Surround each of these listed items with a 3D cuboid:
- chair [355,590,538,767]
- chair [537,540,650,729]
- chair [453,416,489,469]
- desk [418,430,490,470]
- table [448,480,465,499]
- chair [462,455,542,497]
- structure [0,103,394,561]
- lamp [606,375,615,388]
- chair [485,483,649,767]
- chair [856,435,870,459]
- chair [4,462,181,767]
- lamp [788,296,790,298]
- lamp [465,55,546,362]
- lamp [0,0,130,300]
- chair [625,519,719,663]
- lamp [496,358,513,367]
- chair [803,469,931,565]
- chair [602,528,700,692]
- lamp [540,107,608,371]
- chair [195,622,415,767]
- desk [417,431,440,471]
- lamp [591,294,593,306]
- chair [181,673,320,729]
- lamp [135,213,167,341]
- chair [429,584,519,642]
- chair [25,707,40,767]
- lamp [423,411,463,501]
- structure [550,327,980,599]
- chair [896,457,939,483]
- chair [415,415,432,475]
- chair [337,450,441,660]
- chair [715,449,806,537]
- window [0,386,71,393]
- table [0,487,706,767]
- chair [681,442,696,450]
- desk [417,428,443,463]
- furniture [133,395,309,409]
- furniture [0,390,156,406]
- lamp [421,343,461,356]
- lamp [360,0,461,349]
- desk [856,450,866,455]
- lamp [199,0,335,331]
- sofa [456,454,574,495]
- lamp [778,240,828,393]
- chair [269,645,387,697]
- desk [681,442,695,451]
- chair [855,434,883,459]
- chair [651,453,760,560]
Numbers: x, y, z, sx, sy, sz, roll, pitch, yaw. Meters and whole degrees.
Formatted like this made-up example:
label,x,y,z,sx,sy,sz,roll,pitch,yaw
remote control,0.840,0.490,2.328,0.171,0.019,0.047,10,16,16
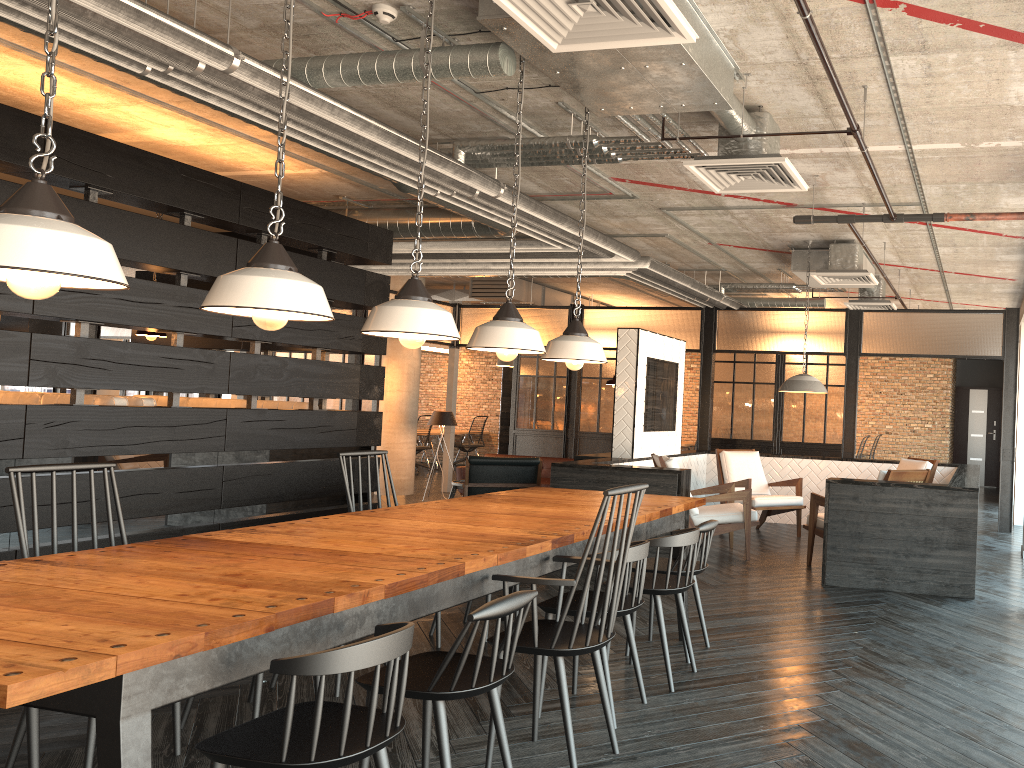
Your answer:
label,x,y,z,sx,sy,sz,roll,pitch,yaw
chair,-0.212,1.002,2.589,0.423,0.726,0.412,2,-2,22
chair,0.356,1.045,3.620,0.406,0.737,0.412,2,-2,22
chair,-0.892,1.148,16.561,0.636,1.063,0.763,2,-2,24
desk,-1.291,1.306,16.640,0.723,0.720,1.819,2,-2,28
table,-0.351,1.352,9.925,0.662,0.372,0.766,2,-2,19
chair,-0.120,1.120,8.654,0.814,0.795,0.940,3,-1,-10
structure,-5.292,-0.158,5.181,5.570,2.742,6.035,2,-2,23
lamp,1.083,-0.041,8.580,0.247,0.171,0.179,3,-1,-12
chair,0.188,0.877,3.065,0.446,1.033,0.504,2,-2,23
chair,5.246,1.317,13.048,0.636,1.063,0.763,2,-2,24
chair,-1.423,0.806,2.898,0.446,1.033,0.504,2,-2,23
lamp,5.008,-0.814,13.987,0.269,0.857,3.780,2,-1,29
lamp,0.018,-0.971,3.909,0.311,1.737,0.421,1,-2,42
lamp,-1.079,-1.064,1.970,0.416,1.737,0.316,4,-2,-26
chair,0.866,1.095,4.548,0.423,0.726,0.412,2,-2,22
lamp,-0.004,-1.052,14.357,0.489,1.503,0.401,3,-2,-15
chair,3.127,1.166,7.296,0.831,0.907,0.802,4,-2,-32
chair,0.685,1.071,4.097,0.406,0.737,0.412,2,-2,22
lamp,0.383,-0.940,4.555,0.311,1.737,0.421,1,-2,42
chair,-0.505,0.972,2.086,0.406,0.737,0.412,2,-2,22
desk,-2.186,1.230,15.055,0.723,0.720,1.819,2,-2,28
lamp,2.150,-0.913,14.762,0.269,0.857,3.780,2,-1,29
chair,-1.010,0.982,3.345,0.406,0.737,0.412,2,-2,22
lamp,-2.696,-0.852,6.292,0.182,1.050,0.205,2,-2,16
chair,-0.179,1.051,4.776,0.406,0.737,0.412,2,-2,22
chair,-1.639,0.932,2.394,0.406,0.737,0.412,2,-2,22
lamp,-0.745,0.967,11.266,0.935,1.178,0.490,3,-2,-20
structure,2.758,0.575,8.496,3.612,2.115,4.078,2,-2,23
chair,4.018,1.243,8.911,1.047,0.907,0.642,3,-2,-19
chair,-1.798,1.071,14.958,0.636,1.063,0.763,2,-2,24
chair,-0.610,0.875,4.335,0.446,1.033,0.504,2,-2,23
chair,2.687,1.194,9.172,0.823,0.907,0.812,3,-2,-26
window,-8.462,-0.141,13.772,0.221,2.874,2.758,2,-2,29
table,-0.380,0.981,3.364,1.073,0.791,4.152,2,-2,29
chair,3.294,1.294,15.426,0.636,1.063,0.763,2,-2,24
desk,-2.006,1.281,16.834,0.723,0.720,1.819,2,-2,28
furniture,-2.534,0.742,6.803,1.725,1.260,0.643,2,-2,17
furniture,-3.257,0.680,5.525,1.721,1.260,1.171,2,-2,20
lamp,-2.035,-1.059,15.897,0.269,0.857,3.780,2,-1,29
lamp,-0.347,-1.002,3.263,0.316,1.737,0.416,2,-2,35
desk,5.753,1.552,14.729,0.723,0.720,1.819,2,-2,28
lamp,-0.713,-1.033,2.617,0.351,1.737,0.381,3,-2,12
sofa,0.154,1.265,10.835,1.485,0.637,0.733,2,-2,18
lamp,2.995,-0.688,8.465,0.446,1.545,0.573,2,-2,31
chair,-0.808,1.008,3.845,0.423,0.726,0.412,2,-2,22
desk,2.895,1.452,15.504,0.723,0.720,1.819,2,-2,28
chair,6.152,1.394,14.651,0.636,1.063,0.763,2,-2,24
chair,1.762,1.120,7.704,1.005,0.907,0.673,3,-2,-10
